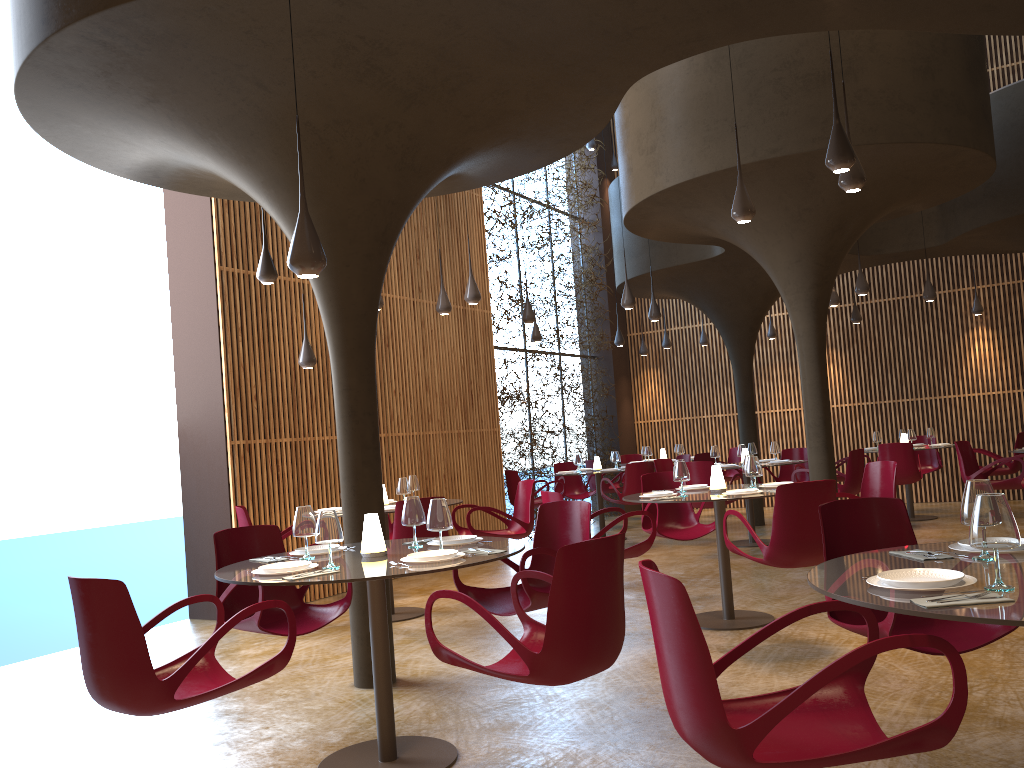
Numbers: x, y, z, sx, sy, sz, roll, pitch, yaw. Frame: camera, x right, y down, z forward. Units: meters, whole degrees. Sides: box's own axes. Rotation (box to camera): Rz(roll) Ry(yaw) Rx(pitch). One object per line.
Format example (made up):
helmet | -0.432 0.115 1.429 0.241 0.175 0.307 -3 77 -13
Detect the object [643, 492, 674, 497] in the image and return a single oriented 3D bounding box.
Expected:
object | 1.269 0.959 7.685 0.263 0.029 0.263 -5 -4 3

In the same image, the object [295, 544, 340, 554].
object | -1.151 0.983 5.255 0.263 0.029 0.263 -5 -4 8

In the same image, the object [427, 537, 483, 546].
object | -0.334 0.927 5.206 0.332 0.014 0.332 -6 -4 22

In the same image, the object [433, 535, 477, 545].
object | -0.334 0.918 5.206 0.263 0.029 0.263 -7 -5 38

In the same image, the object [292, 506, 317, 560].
object | -1.171 0.842 5.027 0.142 0.295 0.142 -5 -3 15

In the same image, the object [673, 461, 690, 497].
object | 1.447 0.809 7.553 0.142 0.295 0.142 -6 -3 26

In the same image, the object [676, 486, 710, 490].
object | 1.698 0.976 8.293 0.331 0.014 0.332 -1 -5 -43

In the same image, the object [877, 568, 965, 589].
object | 1.340 0.640 2.908 0.263 0.029 0.263 -2 -4 -32

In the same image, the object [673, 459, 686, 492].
object | 1.546 0.838 8.113 0.142 0.295 0.142 -4 -3 -17

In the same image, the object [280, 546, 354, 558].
object | -1.148 0.994 5.258 0.410 0.012 0.205 -1 -5 -44

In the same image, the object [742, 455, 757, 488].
object | 2.129 0.781 7.909 0.142 0.295 0.142 -7 -4 44

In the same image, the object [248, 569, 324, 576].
object | -1.156 0.946 4.513 0.411 0.012 0.204 -8 -5 44

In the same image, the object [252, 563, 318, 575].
object | -1.153 0.944 4.511 0.332 0.014 0.332 -7 -5 36

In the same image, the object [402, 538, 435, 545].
object | -0.536 0.965 5.429 0.126 0.017 0.262 -8 -5 44

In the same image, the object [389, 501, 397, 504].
object | -1.425 1.309 9.743 0.332 0.014 0.332 -5 -4 4

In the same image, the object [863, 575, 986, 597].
object | 1.340 0.651 2.912 0.204 0.012 0.411 -4 -4 -4

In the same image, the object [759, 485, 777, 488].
object | 2.337 0.894 7.781 0.331 0.014 0.332 -2 -5 -36

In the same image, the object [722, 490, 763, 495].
object | 1.890 0.894 7.265 0.331 0.014 0.332 -1 -5 -39

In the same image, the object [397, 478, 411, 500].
object | -1.088 1.091 8.907 0.142 0.295 0.142 -2 -3 -38

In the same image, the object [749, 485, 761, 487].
object | 2.300 0.923 8.081 0.262 0.017 0.126 -4 -4 -11

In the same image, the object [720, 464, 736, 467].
object | 2.964 1.129 12.235 0.263 0.029 0.263 -7 -5 39

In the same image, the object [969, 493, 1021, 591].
object | 1.501 0.490 2.755 0.142 0.295 0.142 -7 -3 44

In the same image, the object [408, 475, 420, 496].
object | -1.059 1.128 9.505 0.142 0.295 0.142 -6 -3 35

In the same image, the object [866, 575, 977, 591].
object | 1.341 0.649 2.908 0.332 0.014 0.332 -5 -4 13

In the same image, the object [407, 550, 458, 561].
object | -0.404 0.879 4.527 0.263 0.029 0.263 -3 -4 -23

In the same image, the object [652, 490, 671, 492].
object | 1.397 1.005 8.285 0.126 0.017 0.262 -4 -4 -5

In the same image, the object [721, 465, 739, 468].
object | 2.965 1.139 12.234 0.332 0.014 0.332 -6 -4 23

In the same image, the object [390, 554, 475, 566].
object | -0.406 0.889 4.523 0.410 0.012 0.205 -1 -5 -40

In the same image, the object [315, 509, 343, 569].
object | -0.931 0.790 4.513 0.142 0.295 0.142 -2 -3 -43

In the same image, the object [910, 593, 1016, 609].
object | 1.321 0.638 2.606 0.262 0.017 0.126 -4 -4 0

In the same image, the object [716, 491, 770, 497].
object | 1.885 0.895 7.264 0.410 0.012 0.204 -4 -4 -5

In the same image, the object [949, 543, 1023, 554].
object | 1.909 0.645 3.500 0.331 0.014 0.332 -1 -5 -41

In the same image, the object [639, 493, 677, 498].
object | 1.269 0.969 7.685 0.332 0.014 0.332 -4 -4 -6

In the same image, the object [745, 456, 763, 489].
object | 2.034 0.757 7.445 0.142 0.295 0.142 -4 -3 -14

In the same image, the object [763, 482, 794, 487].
object | 2.336 0.884 7.782 0.263 0.029 0.263 -3 -4 -14

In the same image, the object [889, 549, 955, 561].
object | 1.608 0.674 3.489 0.126 0.017 0.262 -4 -4 -6

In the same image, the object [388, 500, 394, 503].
object | -1.426 1.299 9.743 0.263 0.029 0.263 -7 -4 33

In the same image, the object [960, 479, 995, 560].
object | 1.758 0.507 3.319 0.142 0.295 0.142 -6 -3 38

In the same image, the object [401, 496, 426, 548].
object | -0.576 0.808 5.197 0.142 0.295 0.142 -5 -3 21

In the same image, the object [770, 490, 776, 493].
object | 2.192 0.877 7.252 0.126 0.017 0.262 -4 -4 -1

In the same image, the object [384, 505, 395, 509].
object | -1.188 1.212 8.697 0.263 0.029 0.263 -6 -4 24

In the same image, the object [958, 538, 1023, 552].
object | 1.908 0.635 3.501 0.263 0.029 0.263 -4 -4 1

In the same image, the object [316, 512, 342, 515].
object | -1.797 1.278 8.739 0.262 0.017 0.126 -3 -4 -13

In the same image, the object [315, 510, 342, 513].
object | -1.846 1.294 9.038 0.332 0.014 0.332 -6 -4 23

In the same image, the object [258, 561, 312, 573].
object | -1.153 0.934 4.511 0.263 0.029 0.263 -4 -4 0

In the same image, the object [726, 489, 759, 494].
object | 1.889 0.884 7.265 0.263 0.029 0.263 -4 -4 -4

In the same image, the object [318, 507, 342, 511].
object | -1.846 1.285 9.038 0.263 0.029 0.263 -3 -4 -22

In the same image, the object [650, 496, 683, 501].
object | 1.285 0.955 7.383 0.262 0.017 0.126 -4 -4 -7

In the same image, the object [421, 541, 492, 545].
object | -0.330 0.928 5.203 0.411 0.012 0.204 -7 -5 40

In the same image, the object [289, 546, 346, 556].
object | -1.151 0.993 5.254 0.332 0.014 0.332 -4 -4 -8

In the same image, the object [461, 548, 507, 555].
object | -0.149 0.887 4.690 0.126 0.017 0.262 -2 -5 -36

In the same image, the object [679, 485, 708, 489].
object | 1.698 0.966 8.293 0.263 0.029 0.263 -4 -4 2

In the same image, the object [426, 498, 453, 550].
object | -0.388 0.765 4.763 0.142 0.295 0.142 -7 -3 41

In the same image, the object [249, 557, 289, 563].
object | -1.393 1.007 5.074 0.126 0.017 0.262 -1 -5 -40

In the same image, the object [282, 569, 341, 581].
object | -0.966 0.922 4.273 0.262 0.017 0.126 -1 -5 -42

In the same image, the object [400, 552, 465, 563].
object | -0.403 0.888 4.526 0.332 0.014 0.332 -5 -4 2

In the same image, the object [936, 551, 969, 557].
object | 1.913 0.646 3.501 0.410 0.012 0.205 -4 -4 -10
